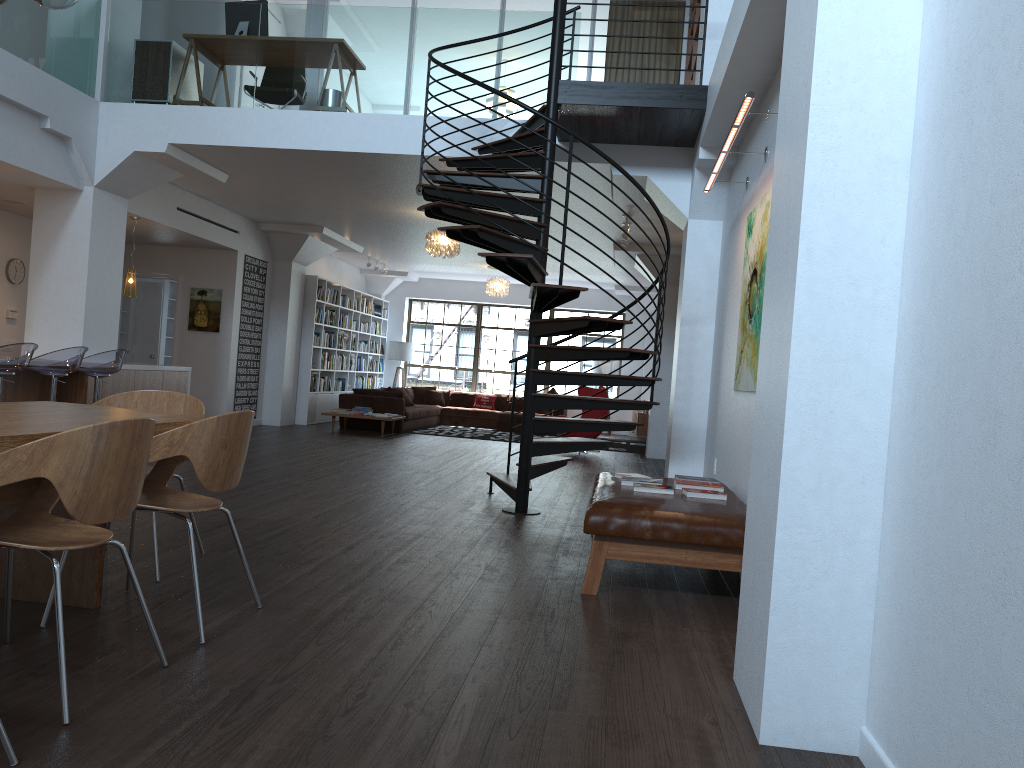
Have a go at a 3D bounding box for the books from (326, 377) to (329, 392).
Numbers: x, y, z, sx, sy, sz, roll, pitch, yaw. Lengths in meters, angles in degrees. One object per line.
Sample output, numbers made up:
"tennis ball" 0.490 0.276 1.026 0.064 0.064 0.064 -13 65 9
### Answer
"books" -3.248 -0.002 15.283 0.183 0.253 0.042 4 1 7

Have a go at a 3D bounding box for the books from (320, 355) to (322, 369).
"books" -3.275 -0.377 14.832 0.189 0.247 0.057 4 1 7

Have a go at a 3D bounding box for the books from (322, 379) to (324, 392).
"books" -3.277 0.022 15.009 0.161 0.223 0.030 4 1 6

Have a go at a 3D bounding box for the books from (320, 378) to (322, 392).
"books" -3.296 0.008 14.935 0.176 0.231 0.053 4 1 7

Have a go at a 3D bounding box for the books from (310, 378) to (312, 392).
"books" -3.344 0.013 14.452 0.161 0.223 0.032 4 1 7

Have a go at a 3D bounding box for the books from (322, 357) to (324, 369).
"books" -3.253 -0.356 14.927 0.144 0.207 0.048 4 1 7

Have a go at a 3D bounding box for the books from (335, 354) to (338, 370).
"books" -3.182 -0.395 15.628 0.198 0.284 0.066 4 1 6

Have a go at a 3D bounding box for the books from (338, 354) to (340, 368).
"books" -3.160 -0.398 15.737 0.176 0.290 0.053 4 1 6

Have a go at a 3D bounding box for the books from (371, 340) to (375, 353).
"books" -2.874 -0.754 17.979 0.180 0.259 0.042 4 1 7

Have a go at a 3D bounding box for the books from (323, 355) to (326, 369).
"books" -3.253 -0.376 15.018 0.171 0.246 0.057 4 1 7

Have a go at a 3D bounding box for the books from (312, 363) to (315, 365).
"books" -3.344 -0.340 14.509 0.174 0.032 0.254 4 1 2

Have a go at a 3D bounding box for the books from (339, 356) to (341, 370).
"books" -3.148 -0.379 15.813 0.183 0.253 0.034 4 1 6

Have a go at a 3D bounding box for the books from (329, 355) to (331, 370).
"books" -3.218 -0.380 15.307 0.183 0.253 0.034 4 1 7

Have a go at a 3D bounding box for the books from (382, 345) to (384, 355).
"books" -2.787 -0.730 18.624 0.182 0.215 0.188 4 1 7

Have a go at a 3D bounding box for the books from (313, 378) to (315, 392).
"books" -3.324 0.014 14.570 0.161 0.223 0.032 4 1 7

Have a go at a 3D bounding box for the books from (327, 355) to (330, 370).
"books" -3.225 -0.376 15.225 0.171 0.246 0.057 4 1 7

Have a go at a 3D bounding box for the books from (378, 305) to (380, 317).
"books" -2.797 -1.499 18.123 0.183 0.253 0.042 4 1 7

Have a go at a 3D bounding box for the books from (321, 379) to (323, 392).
"books" -3.285 0.013 14.978 0.161 0.223 0.033 4 1 7

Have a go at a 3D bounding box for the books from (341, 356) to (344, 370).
"books" -3.127 -0.379 15.973 0.183 0.253 0.034 4 1 6

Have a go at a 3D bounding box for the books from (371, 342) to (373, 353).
"books" -2.882 -0.734 17.789 0.161 0.223 0.032 4 1 7

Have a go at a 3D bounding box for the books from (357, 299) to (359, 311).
"books" -2.965 -1.482 16.651 0.161 0.223 0.032 4 1 7

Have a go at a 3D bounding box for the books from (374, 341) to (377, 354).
"books" -2.858 -0.750 18.064 0.183 0.253 0.042 4 1 7

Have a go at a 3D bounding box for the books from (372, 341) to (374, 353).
"books" -2.879 -0.747 17.900 0.171 0.246 0.039 4 1 7

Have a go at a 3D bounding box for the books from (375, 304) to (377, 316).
"books" -2.828 -1.499 17.906 0.183 0.253 0.042 4 1 7

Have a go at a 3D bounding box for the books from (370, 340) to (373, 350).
"books" -2.891 -0.751 17.827 0.183 0.253 0.042 4 1 7

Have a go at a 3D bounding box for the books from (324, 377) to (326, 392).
"books" -3.269 0.001 15.119 0.171 0.246 0.039 4 1 7

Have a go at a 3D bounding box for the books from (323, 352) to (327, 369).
"books" -3.244 -0.399 15.100 0.176 0.290 0.053 4 1 7

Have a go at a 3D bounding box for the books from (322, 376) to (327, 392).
"books" -3.264 -0.006 15.198 0.180 0.259 0.042 4 1 7

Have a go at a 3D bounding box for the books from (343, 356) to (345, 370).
"books" -3.125 -0.382 16.056 0.180 0.259 0.060 4 1 6

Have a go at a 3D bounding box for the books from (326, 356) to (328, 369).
"books" -3.254 -0.375 15.177 0.174 0.240 0.045 4 1 7

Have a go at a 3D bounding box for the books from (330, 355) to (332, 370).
"books" -3.209 -0.380 15.340 0.183 0.253 0.034 4 1 7

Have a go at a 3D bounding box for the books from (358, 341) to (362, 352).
"books" -2.963 -0.726 17.107 0.140 0.206 0.042 4 1 7

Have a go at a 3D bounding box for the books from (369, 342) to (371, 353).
"books" -2.901 -0.735 17.672 0.161 0.223 0.032 4 1 7

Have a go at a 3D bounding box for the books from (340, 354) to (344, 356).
"books" -3.131 -0.398 16.008 0.176 0.290 0.036 4 1 6

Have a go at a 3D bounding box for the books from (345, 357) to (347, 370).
"books" -3.115 -0.373 16.193 0.174 0.240 0.045 4 1 6

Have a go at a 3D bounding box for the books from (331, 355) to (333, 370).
"books" -3.210 -0.380 15.373 0.183 0.253 0.034 4 1 7

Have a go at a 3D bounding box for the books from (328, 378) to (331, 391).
"books" -3.239 0.007 15.372 0.174 0.236 0.142 4 1 6

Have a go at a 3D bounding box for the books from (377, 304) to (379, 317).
"books" -2.808 -1.499 18.036 0.183 0.253 0.042 4 1 7

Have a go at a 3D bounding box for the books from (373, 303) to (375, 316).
"books" -2.844 -1.500 17.820 0.183 0.253 0.042 4 1 7

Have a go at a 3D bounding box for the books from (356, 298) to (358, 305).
"books" -2.976 -1.496 16.621 0.160 0.251 0.031 4 1 7

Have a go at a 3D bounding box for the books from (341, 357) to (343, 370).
"books" -3.143 -0.373 15.935 0.174 0.240 0.045 4 1 6

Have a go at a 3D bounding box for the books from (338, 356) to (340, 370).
"books" -3.156 -0.379 15.780 0.183 0.253 0.034 4 1 6

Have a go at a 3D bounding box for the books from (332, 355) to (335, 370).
"books" -3.193 -0.380 15.475 0.183 0.253 0.034 4 1 7

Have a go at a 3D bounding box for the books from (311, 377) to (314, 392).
"books" -3.337 0.005 14.495 0.174 0.240 0.054 4 1 7

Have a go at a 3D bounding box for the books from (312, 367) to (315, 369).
"books" -3.346 -0.273 14.514 0.197 0.035 0.284 4 1 -3

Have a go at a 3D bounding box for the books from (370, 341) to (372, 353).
"books" -2.895 -0.743 17.714 0.174 0.240 0.054 4 1 7

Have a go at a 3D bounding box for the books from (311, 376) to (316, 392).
"books" -3.333 -0.003 14.608 0.183 0.253 0.042 4 1 7

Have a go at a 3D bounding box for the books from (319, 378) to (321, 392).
"books" -3.291 0.013 14.890 0.161 0.223 0.032 4 1 7

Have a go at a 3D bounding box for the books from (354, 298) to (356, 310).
"books" -2.990 -1.488 16.487 0.174 0.236 0.136 4 1 6

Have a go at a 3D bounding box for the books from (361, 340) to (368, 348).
"books" -2.917 -0.738 17.473 0.140 0.231 0.042 4 1 7

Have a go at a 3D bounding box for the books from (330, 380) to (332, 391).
"books" -3.226 0.022 15.428 0.161 0.207 0.135 4 1 6

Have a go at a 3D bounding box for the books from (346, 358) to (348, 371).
"books" -3.108 -0.369 16.259 0.168 0.231 0.037 4 1 6

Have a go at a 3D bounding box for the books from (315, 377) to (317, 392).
"books" -3.323 -0.002 14.690 0.180 0.251 0.048 4 1 7

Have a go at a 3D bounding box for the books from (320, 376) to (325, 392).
"books" -3.281 -0.004 15.046 0.183 0.253 0.042 4 1 7

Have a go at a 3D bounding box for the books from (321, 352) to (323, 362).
"books" -3.249 -0.401 14.880 0.140 0.298 0.044 4 1 7
